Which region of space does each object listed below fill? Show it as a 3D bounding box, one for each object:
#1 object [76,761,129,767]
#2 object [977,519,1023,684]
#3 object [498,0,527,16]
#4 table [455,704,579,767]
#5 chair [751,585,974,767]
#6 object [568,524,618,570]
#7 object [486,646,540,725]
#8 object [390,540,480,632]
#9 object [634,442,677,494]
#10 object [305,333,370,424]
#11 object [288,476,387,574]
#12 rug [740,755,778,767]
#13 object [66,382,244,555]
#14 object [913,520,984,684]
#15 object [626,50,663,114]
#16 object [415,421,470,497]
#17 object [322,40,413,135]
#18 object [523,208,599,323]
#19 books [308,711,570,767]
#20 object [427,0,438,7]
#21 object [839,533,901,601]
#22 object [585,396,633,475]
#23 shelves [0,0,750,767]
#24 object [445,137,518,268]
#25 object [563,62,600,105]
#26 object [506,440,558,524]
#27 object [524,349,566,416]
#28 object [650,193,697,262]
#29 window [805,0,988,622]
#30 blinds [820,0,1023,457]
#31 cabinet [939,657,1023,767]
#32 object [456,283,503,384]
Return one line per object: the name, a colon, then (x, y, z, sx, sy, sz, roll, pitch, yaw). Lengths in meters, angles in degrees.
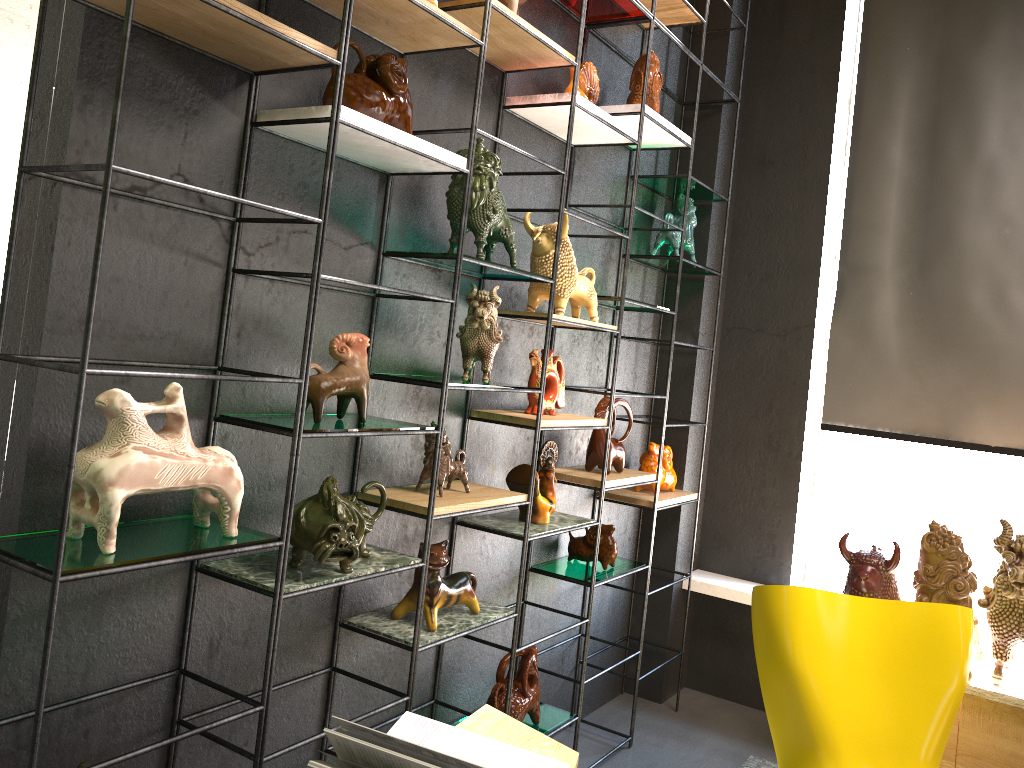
object: (-0.783, 0.831, 1.682, 0.126, 0.250, 0.253, 6, 0, 2)
object: (1.797, 0.767, 3.127, 0.272, 0.580, 0.428, 6, -1, 25)
object: (-0.019, -1.154, 2.579, 0.164, 0.267, 0.237, 6, 0, 3)
table: (-0.100, 1.117, 1.755, 0.498, 0.620, 0.730, 6, 0, 33)
chair: (1.032, 1.079, 2.486, 0.658, 0.898, 1.068, 6, 0, 2)
object: (0.306, 0.607, 3.385, 0.211, 0.169, 0.104, 7, -1, 32)
object: (0.003, 1.005, 2.885, 0.126, 0.250, 0.252, 5, 0, 32)
object: (-0.178, 0.549, 2.525, 0.156, 0.236, 0.308, 6, 0, 36)
object: (0.634, 0.359, 3.831, 0.139, 0.223, 0.276, 6, 0, 33)
object: (-0.418, -0.016, 2.102, 0.119, 0.221, 0.211, 6, 0, 16)
object: (-0.428, 0.319, 2.109, 0.192, 0.221, 0.402, 6, 1, 1)
rug: (1.889, 1.649, 1.634, 3.608, 0.010, 2.181, 8, 2, 32)
object: (-0.673, 0.147, 1.717, 0.165, 0.304, 0.340, 5, 0, 37)
object: (1.625, 0.771, 3.269, 0.250, 0.546, 0.473, 5, -1, 40)
object: (0.514, -1.133, 3.431, 0.126, 0.250, 0.253, 6, 0, 2)
object: (-0.185, 0.212, 2.533, 0.096, 0.211, 0.182, 5, -1, 35)
object: (-0.341, -0.709, 2.130, 0.139, 0.223, 0.277, 6, 0, 32)
object: (0.177, -0.389, 2.973, 0.175, 0.352, 0.367, 5, -1, 37)
books: (-0.132, 0.766, 1.737, 0.401, 0.233, 0.480, 7, 1, 19)
object: (-0.289, -1.103, 2.167, 0.170, 0.364, 0.374, 6, 0, 27)
object: (1.388, 0.782, 3.359, 0.220, 0.441, 0.460, 5, -1, 37)
object: (0.366, 0.194, 3.381, 0.115, 0.291, 0.248, 5, -1, 32)
shelves: (0.043, -0.562, 2.784, 0.275, 3.916, 2.979, 5, -1, 32)
object: (-0.085, -0.519, 2.547, 0.168, 0.357, 0.254, 5, -1, 37)
object: (0.244, -1.014, 3.025, 0.232, 0.210, 0.107, 6, -1, -41)
object: (0.087, 0.322, 2.948, 0.124, 0.271, 0.226, 5, -1, 32)
object: (0.120, -0.004, 2.988, 0.060, 0.223, 0.266, 5, 0, 33)
object: (0.718, -0.687, 3.841, 0.152, 0.333, 0.288, 6, -1, 24)
window: (2.550, -0.490, 3.714, 2.316, 3.174, 0.051, 6, -2, 32)
blinds: (-0.046, -0.898, 4.476, 3.508, 3.314, 12.759, 6, 1, -38)
cabinet: (2.394, 1.403, 2.722, 2.739, 0.531, 0.402, 7, 0, 32)
object: (-0.098, -0.143, 2.538, 0.131, 0.280, 0.208, 7, -1, -10)
